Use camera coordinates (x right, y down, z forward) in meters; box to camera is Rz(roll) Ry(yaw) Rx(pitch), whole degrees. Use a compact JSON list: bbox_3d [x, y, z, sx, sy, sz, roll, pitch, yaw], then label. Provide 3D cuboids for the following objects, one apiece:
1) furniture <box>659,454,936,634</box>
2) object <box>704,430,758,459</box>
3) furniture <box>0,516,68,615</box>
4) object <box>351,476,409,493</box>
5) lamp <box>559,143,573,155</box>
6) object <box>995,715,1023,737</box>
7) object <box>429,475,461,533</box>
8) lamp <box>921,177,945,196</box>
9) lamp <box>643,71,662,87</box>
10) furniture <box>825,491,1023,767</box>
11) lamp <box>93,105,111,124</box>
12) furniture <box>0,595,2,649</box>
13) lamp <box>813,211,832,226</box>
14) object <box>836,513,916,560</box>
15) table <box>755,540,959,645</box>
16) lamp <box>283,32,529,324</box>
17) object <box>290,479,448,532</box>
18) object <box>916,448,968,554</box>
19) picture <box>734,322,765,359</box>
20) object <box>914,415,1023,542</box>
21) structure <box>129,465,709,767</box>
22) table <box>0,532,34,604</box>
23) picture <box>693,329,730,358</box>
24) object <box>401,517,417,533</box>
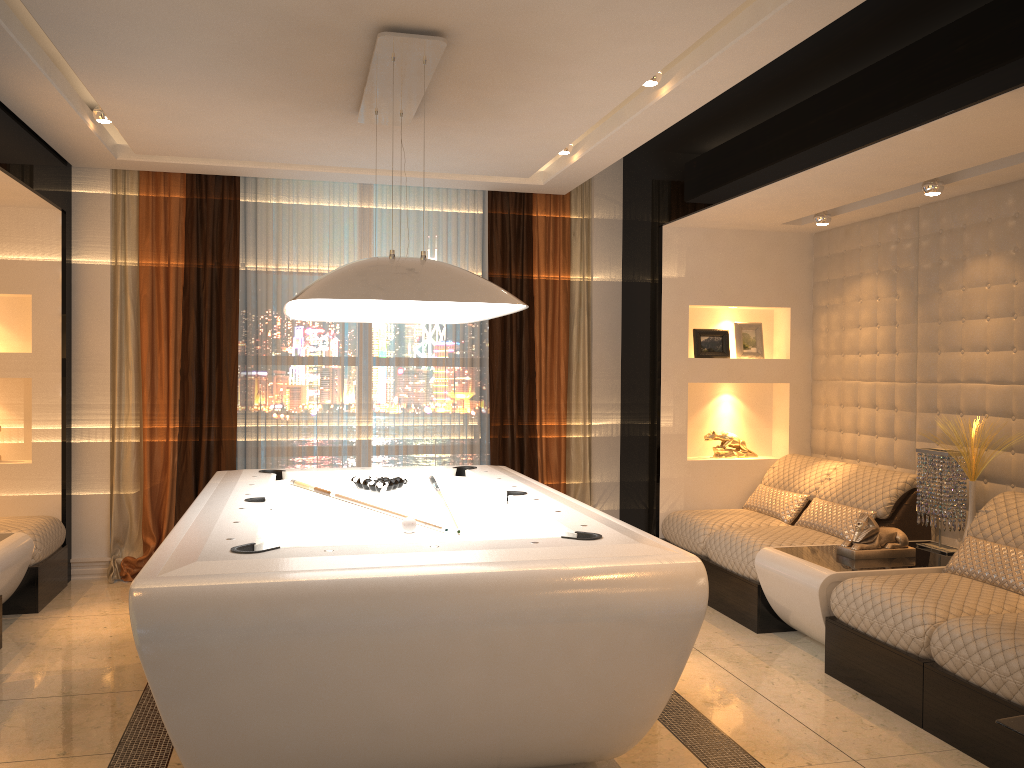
[{"bbox_3d":[1.662,0.891,5.381,1.107,0.810,1.312,0,1,-14],"label":"furniture"},{"bbox_3d":[1.522,0.422,6.152,0.409,0.202,0.124,0,1,-10],"label":"object"},{"bbox_3d":[-3.224,0.855,5.083,1.107,0.810,0.660,0,1,-14],"label":"furniture"},{"bbox_3d":[-0.627,0.494,4.430,0.265,0.057,0.299,0,1,-39],"label":"object"},{"bbox_3d":[0.310,-1.438,5.306,0.107,0.127,0.107,0,1,-32],"label":"lamp"},{"bbox_3d":[1.375,1.091,2.156,0.325,0.508,0.261,0,1,-14],"label":"object"},{"bbox_3d":[-0.313,0.518,3.989,0.028,0.026,1.605,0,1,-9],"label":"object"},{"bbox_3d":[2.128,-1.016,4.484,0.107,0.127,0.107,0,1,-32],"label":"lamp"},{"bbox_3d":[0.624,-1.415,4.017,0.107,0.127,0.107,0,1,-32],"label":"lamp"},{"bbox_3d":[2.113,0.924,3.528,1.107,0.810,1.312,0,1,-14],"label":"furniture"},{"bbox_3d":[-2.166,-1.449,4.708,0.107,0.127,0.107,0,1,-32],"label":"lamp"},{"bbox_3d":[-2.925,0.877,3.853,1.107,0.810,0.660,0,1,-14],"label":"furniture"},{"bbox_3d":[1.899,-1.033,5.425,0.107,0.127,0.107,0,1,-32],"label":"lamp"},{"bbox_3d":[1.824,0.751,4.443,0.344,0.217,0.155,0,1,-14],"label":"object"},{"bbox_3d":[1.881,1.086,4.457,1.143,0.457,0.608,0,1,-14],"label":"table"},{"bbox_3d":[-0.506,-0.800,3.853,0.939,0.995,1.578,0,1,-14],"label":"lamp"},{"bbox_3d":[-0.683,0.517,3.893,0.028,0.026,1.605,0,1,-34],"label":"object"},{"bbox_3d":[2.223,0.598,4.601,0.124,0.522,0.247,0,1,-14],"label":"object"},{"bbox_3d":[1.632,-0.296,6.115,0.211,0.262,0.094,0,1,-14],"label":"picture"},{"bbox_3d":[2.241,0.511,4.309,0.388,0.718,0.390,0,1,-22],"label":"object"},{"bbox_3d":[-0.537,0.892,3.873,1.659,0.812,2.912,0,1,-14],"label":"structure"},{"bbox_3d":[-3.115,1.045,4.464,1.143,0.457,0.608,0,1,-14],"label":"table"},{"bbox_3d":[1.356,-0.271,6.050,0.264,0.209,0.090,0,1,-14],"label":"picture"},{"bbox_3d":[-0.376,0.515,3.243,0.057,0.057,0.057,0,1,-44],"label":"object"}]
